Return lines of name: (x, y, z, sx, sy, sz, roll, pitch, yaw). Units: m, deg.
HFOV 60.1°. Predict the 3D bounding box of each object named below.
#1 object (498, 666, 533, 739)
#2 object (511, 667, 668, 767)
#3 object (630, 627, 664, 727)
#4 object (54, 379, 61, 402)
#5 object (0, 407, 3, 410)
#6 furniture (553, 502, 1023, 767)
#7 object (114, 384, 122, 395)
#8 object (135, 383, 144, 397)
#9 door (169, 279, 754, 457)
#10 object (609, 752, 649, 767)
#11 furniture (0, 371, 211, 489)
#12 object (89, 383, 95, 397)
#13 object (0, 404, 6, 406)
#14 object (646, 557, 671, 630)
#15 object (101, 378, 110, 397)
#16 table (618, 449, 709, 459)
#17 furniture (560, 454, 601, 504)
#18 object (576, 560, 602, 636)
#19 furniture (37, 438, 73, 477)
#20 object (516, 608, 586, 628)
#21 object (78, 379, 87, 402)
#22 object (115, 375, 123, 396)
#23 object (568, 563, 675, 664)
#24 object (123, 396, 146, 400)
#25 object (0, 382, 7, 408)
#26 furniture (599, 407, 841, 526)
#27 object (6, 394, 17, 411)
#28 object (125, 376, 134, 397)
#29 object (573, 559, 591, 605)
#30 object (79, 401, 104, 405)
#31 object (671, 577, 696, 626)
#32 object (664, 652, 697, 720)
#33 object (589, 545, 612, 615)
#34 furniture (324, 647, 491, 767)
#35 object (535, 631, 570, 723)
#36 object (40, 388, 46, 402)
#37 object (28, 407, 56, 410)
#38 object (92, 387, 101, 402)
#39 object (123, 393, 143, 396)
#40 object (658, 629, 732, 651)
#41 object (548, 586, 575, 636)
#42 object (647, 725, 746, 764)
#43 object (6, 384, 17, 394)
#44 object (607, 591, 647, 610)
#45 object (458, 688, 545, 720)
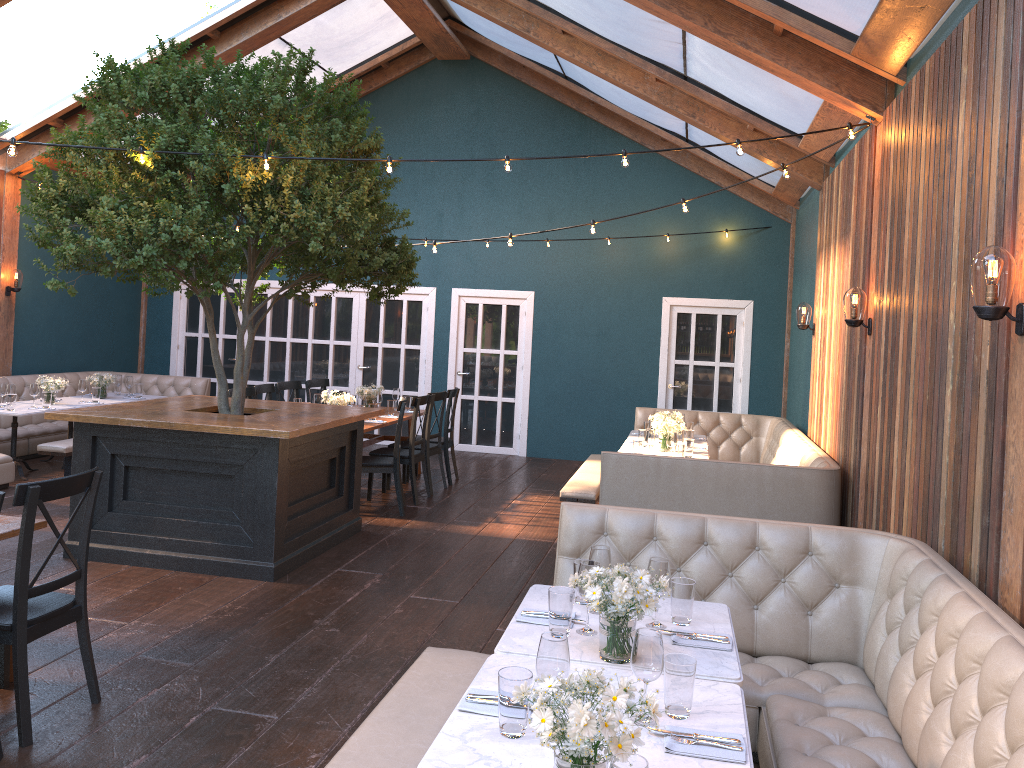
object: (0.005, 0.831, 2.304, 0.092, 0.158, 0.092, 3, 1, -2)
object: (0.155, 0.786, 1.947, 0.336, 0.309, 0.329, 4, 2, 28)
object: (0.368, 0.799, 2.419, 0.092, 0.244, 0.092, 3, 0, -31)
object: (-4.907, 0.069, 9.548, 0.092, 0.244, 0.092, 3, 0, -31)
object: (-5.042, 0.238, 8.574, 0.157, 0.019, 0.255, 4, 4, 12)
furniture: (0.655, 1.185, 2.316, 1.710, 0.858, 4.162, 3, 4, 11)
object: (-4.747, 0.047, 10.658, 0.092, 0.158, 0.092, 3, 1, -2)
object: (-4.412, 0.076, 10.473, 0.092, 0.158, 0.092, 3, 1, -2)
door: (-0.965, -0.213, 12.140, 8.177, 2.210, 0.174, 4, 0, 12)
object: (0.218, 0.839, 1.683, 0.092, 0.244, 0.092, 3, 0, -31)
furniture: (-5.180, 0.411, 9.689, 1.710, 0.858, 4.162, 3, 4, 11)
object: (-4.867, 0.067, 10.271, 0.092, 0.158, 0.092, 3, 1, -2)
object: (-5.198, 0.208, 8.923, 0.255, 0.019, 0.157, 4, 4, 12)
object: (0.528, 0.756, 3.203, 0.092, 0.244, 0.092, 3, 0, -31)
object: (-4.749, 0.025, 10.336, 0.092, 0.244, 0.092, 3, 0, -36)
table: (1.269, 0.969, 7.545, 0.799, 0.672, 0.799, 3, 2, 10)
furniture: (0.771, 1.018, 8.490, 0.313, 0.398, 2.331, 3, 4, 11)
object: (0.269, 0.749, 3.106, 0.092, 0.244, 0.092, 3, 0, -31)
furniture: (-4.133, 0.707, 9.493, 0.313, 0.398, 2.331, 3, 4, 11)
object: (0.148, 0.848, 3.225, 0.255, 0.019, 0.157, 4, 4, 12)
object: (-4.677, 0.075, 9.635, 0.092, 0.244, 0.092, 3, 0, -31)
object: (-4.699, 0.013, 10.559, 0.092, 0.244, 0.092, 3, 0, -36)
object: (0.346, 0.735, 2.888, 0.336, 0.309, 0.329, 4, 2, 24)
object: (-4.408, 0.159, 10.279, 0.255, 0.019, 0.157, 4, 4, 12)
object: (-5.068, 0.110, 8.798, 0.092, 0.244, 0.092, 3, 0, -31)
furniture: (1.862, 0.859, 8.234, 1.710, 0.858, 4.162, 3, 4, 11)
object: (-4.852, 0.178, 8.571, 0.092, 0.158, 0.092, 3, 1, -2)
object: (-4.503, 0.033, 10.408, 0.092, 0.244, 0.092, 3, 0, -36)
object: (0.281, 0.771, 3.439, 0.092, 0.158, 0.092, 3, 1, -2)
object: (-4.552, 0.200, 9.531, 0.255, 0.019, 0.157, 4, 4, 12)
object: (0.625, 0.801, 3.250, 0.092, 0.158, 0.092, 3, 1, -2)
object: (0.465, 0.844, 2.465, 0.092, 0.158, 0.092, 3, 1, -2)
object: (0.330, 0.737, 3.340, 0.092, 0.244, 0.092, 3, 0, -31)
furniture: (-0.443, 1.346, 2.539, 0.313, 0.398, 2.331, 3, 4, 11)
object: (0.106, 0.790, 2.350, 0.092, 0.244, 0.092, 3, 0, -31)
object: (-5.031, 0.108, 9.512, 0.092, 0.158, 0.092, 3, 1, -2)
object: (-4.696, 0.241, 8.805, 0.255, 0.019, 0.157, 4, 4, 12)
object: (-4.561, 0.119, 9.702, 0.092, 0.158, 0.092, 3, 1, -2)
object: (-4.585, 0.124, 10.674, 0.157, 0.019, 0.255, 4, 4, 12)
object: (0.638, 0.882, 3.084, 0.255, 0.019, 0.157, 4, 4, 12)
object: (0.168, 0.790, 3.060, 0.092, 0.158, 0.092, 3, 1, -2)
object: (0.478, 0.925, 2.299, 0.255, 0.019, 0.157, 4, 4, 12)
object: (-4.922, 0.124, 8.695, 0.092, 0.244, 0.092, 3, 0, -31)
object: (0.443, 0.848, 3.455, 0.157, 0.019, 0.255, 4, 4, 12)
object: (-0.014, 0.889, 2.469, 0.255, 0.019, 0.157, 4, 4, 12)
